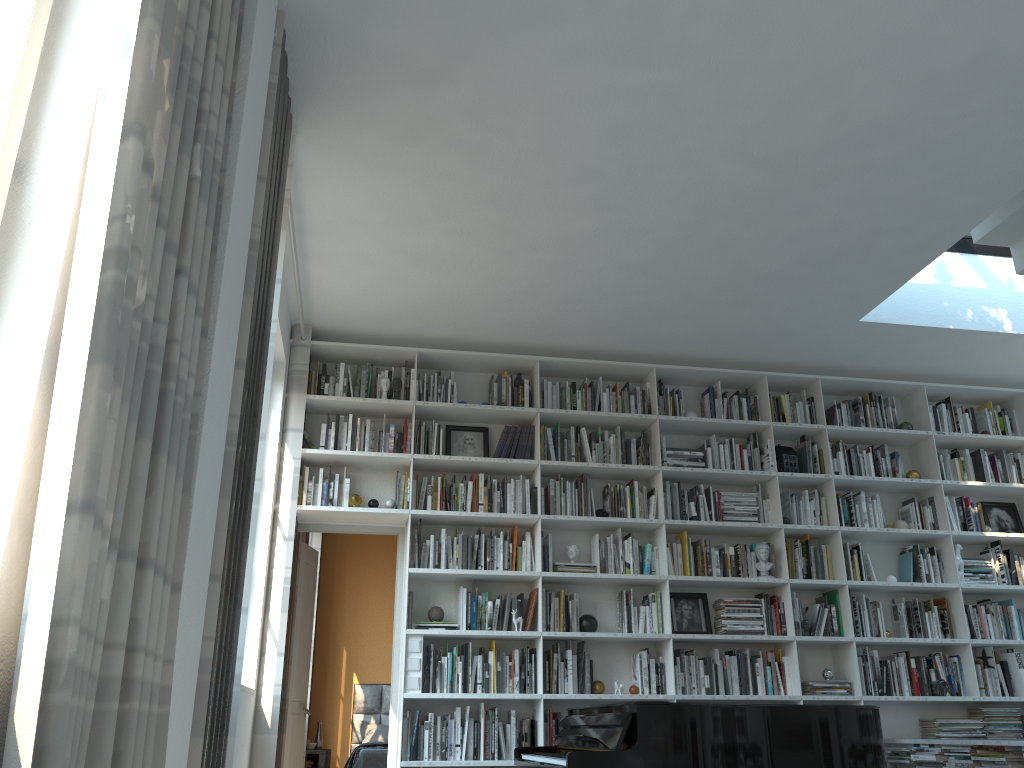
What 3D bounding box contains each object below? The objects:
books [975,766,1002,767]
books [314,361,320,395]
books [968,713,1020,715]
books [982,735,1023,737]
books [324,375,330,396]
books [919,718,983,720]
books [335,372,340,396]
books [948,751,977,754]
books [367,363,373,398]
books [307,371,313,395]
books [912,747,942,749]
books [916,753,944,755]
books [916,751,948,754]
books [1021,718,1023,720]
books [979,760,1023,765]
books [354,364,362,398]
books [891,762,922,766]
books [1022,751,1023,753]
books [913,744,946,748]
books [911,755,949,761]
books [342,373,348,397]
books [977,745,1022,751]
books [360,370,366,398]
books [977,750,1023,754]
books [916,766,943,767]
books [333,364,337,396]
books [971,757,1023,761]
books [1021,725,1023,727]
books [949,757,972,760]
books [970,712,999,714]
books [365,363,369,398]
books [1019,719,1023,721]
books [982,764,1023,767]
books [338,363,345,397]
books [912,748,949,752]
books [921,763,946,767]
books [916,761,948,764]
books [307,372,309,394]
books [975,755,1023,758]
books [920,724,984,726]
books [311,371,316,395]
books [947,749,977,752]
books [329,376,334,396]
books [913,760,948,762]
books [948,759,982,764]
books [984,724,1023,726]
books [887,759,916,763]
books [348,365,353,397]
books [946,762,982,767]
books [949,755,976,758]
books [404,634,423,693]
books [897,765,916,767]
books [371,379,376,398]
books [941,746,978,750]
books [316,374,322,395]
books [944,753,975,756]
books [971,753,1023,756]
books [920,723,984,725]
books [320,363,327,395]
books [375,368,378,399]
[{"bbox_3d":[2.738,2.140,4.934,0.178,0.014,0.248,4,-22,-11],"label":"books"},{"bbox_3d":[-1.320,0.009,5.999,0.014,0.285,0.175,3,-21,-9],"label":"books"},{"bbox_3d":[3.272,2.242,6.023,0.285,0.005,0.160,5,-22,-12],"label":"books"},{"bbox_3d":[3.271,2.370,5.971,0.254,0.007,0.161,2,-21,-5],"label":"books"},{"bbox_3d":[-1.251,0.059,5.991,0.028,0.185,0.182,3,-21,-9],"label":"books"},{"bbox_3d":[2.944,2.253,5.961,0.345,0.007,0.194,3,-22,-7],"label":"books"},{"bbox_3d":[-1.187,0.051,6.025,0.024,0.226,0.158,3,-21,-9],"label":"books"},{"bbox_3d":[2.701,2.173,5.228,0.160,0.010,0.180,4,-22,-9],"label":"books"},{"bbox_3d":[-0.977,0.025,6.079,0.029,0.313,0.129,3,-21,-9],"label":"books"},{"bbox_3d":[-1.365,0.040,6.000,0.024,0.227,0.130,3,-21,-9],"label":"books"},{"bbox_3d":[2.647,2.264,5.516,0.159,0.007,0.286,4,-22,-10],"label":"books"},{"bbox_3d":[2.640,2.297,5.501,0.171,0.007,0.207,3,-22,-7],"label":"books"},{"bbox_3d":[2.646,2.289,5.506,0.143,0.012,0.265,2,-21,-5],"label":"books"},{"bbox_3d":[3.636,2.293,6.074,0.327,0.008,0.208,3,-22,-7],"label":"books"},{"bbox_3d":[2.748,2.110,4.947,0.159,0.018,0.203,4,-22,-11],"label":"books"},{"bbox_3d":[-1.051,0.030,6.048,0.039,0.281,0.182,3,-21,-9],"label":"books"},{"bbox_3d":[2.594,2.463,5.747,0.163,0.017,0.233,3,-22,-7],"label":"books"},{"bbox_3d":[2.801,1.895,4.563,0.192,0.014,0.257,5,-22,-13],"label":"books"},{"bbox_3d":[2.636,2.250,5.518,0.171,0.020,0.194,5,-22,-14],"label":"books"},{"bbox_3d":[2.629,2.314,5.493,0.189,0.029,0.238,5,-22,-12],"label":"books"},{"bbox_3d":[-1.130,0.057,6.012,0.030,0.205,0.176,3,-21,-9],"label":"books"},{"bbox_3d":[2.750,2.041,4.974,0.139,0.028,0.263,2,-21,-5],"label":"books"},{"bbox_3d":[-1.020,0.050,6.066,0.030,0.256,0.130,3,-21,-9],"label":"books"},{"bbox_3d":[2.761,2.061,4.968,0.128,0.013,0.297,4,-22,-11],"label":"books"},{"bbox_3d":[2.641,2.372,5.473,0.173,0.016,0.234,4,-22,-10],"label":"books"},{"bbox_3d":[-1.203,0.021,6.024,0.010,0.280,0.161,3,-21,-9],"label":"books"},{"bbox_3d":[2.739,2.093,4.952,0.179,0.017,0.294,3,-22,-8],"label":"books"},{"bbox_3d":[3.636,2.337,6.060,0.328,0.008,0.208,3,-22,-8],"label":"books"},{"bbox_3d":[2.706,2.204,5.217,0.150,0.013,0.216,4,-22,-9],"label":"books"},{"bbox_3d":[3.273,2.235,6.021,0.254,0.005,0.161,5,-22,-14],"label":"books"},{"bbox_3d":[-0.996,0.025,6.064,0.014,0.303,0.146,3,-21,-9],"label":"books"},{"bbox_3d":[3.638,2.298,6.063,0.327,0.008,0.208,2,-21,-5],"label":"books"},{"bbox_3d":[2.759,2.127,4.943,0.138,0.017,0.238,4,-22,-10],"label":"books"},{"bbox_3d":[-1.160,0.022,6.030,0.028,0.282,0.190,3,-21,-9],"label":"books"},{"bbox_3d":[2.645,2.275,5.511,0.163,0.018,0.291,4,-22,-10],"label":"books"},{"bbox_3d":[2.659,2.355,5.483,0.131,0.021,0.241,3,-22,-7],"label":"books"},{"bbox_3d":[2.647,2.341,5.486,0.152,0.009,0.260,5,-22,-12],"label":"books"},{"bbox_3d":[-1.380,0.036,5.975,0.014,0.218,0.189,3,-21,-9],"label":"books"},{"bbox_3d":[2.742,2.080,4.958,0.161,0.012,0.255,2,-21,-5],"label":"books"},{"bbox_3d":[2.944,2.287,5.947,0.345,0.007,0.194,3,-22,-7],"label":"books"},{"bbox_3d":[-1.340,0.040,5.993,0.023,0.222,0.151,3,-21,-9],"label":"books"},{"bbox_3d":[2.701,2.163,5.232,0.149,0.013,0.221,2,-22,-6],"label":"books"},{"bbox_3d":[-1.226,0.066,6.021,0.031,0.195,0.145,3,-21,-9],"label":"books"},{"bbox_3d":[2.643,2.332,5.489,0.163,0.008,0.296,4,-22,-11],"label":"books"},{"bbox_3d":[2.702,2.218,5.211,0.154,0.018,0.221,4,-22,-10],"label":"books"},{"bbox_3d":[3.273,2.305,5.994,0.285,0.007,0.160,5,-22,-14],"label":"books"},{"bbox_3d":[2.586,2.447,5.752,0.175,0.017,0.266,2,-22,-6],"label":"books"},{"bbox_3d":[-1.096,0.030,6.022,0.057,0.261,0.191,3,-21,-9],"label":"books"},{"bbox_3d":[2.691,2.236,5.202,0.164,0.023,0.243,2,-21,-5],"label":"books"},{"bbox_3d":[2.703,2.191,5.222,0.144,0.013,0.221,2,-22,-6],"label":"books"},{"bbox_3d":[-0.614,1.728,5.447,0.106,0.338,0.308,3,-21,-9],"label":"books"},{"bbox_3d":[2.608,2.479,5.744,0.134,0.014,0.182,5,-22,-12],"label":"books"},{"bbox_3d":[-0.949,0.082,6.051,0.024,0.186,0.160,3,-21,-9],"label":"books"},{"bbox_3d":[2.689,2.149,5.235,0.165,0.015,0.244,5,-22,-14],"label":"books"},{"bbox_3d":[-1.302,0.054,5.988,0.024,0.194,0.168,3,-21,-9],"label":"books"},{"bbox_3d":[2.696,2.181,5.224,0.167,0.008,0.235,4,-22,-10],"label":"books"},{"bbox_3d":[2.735,2.070,4.960,0.187,0.009,0.262,4,-22,-10],"label":"books"},{"bbox_3d":[2.945,2.277,5.942,0.346,0.007,0.194,5,-22,-14],"label":"books"},{"bbox_3d":[-1.277,0.019,6.001,0.025,0.268,0.178,3,-21,-9],"label":"books"},{"bbox_3d":[-0.932,0.045,6.076,0.013,0.274,0.159,3,-21,-9],"label":"books"}]
